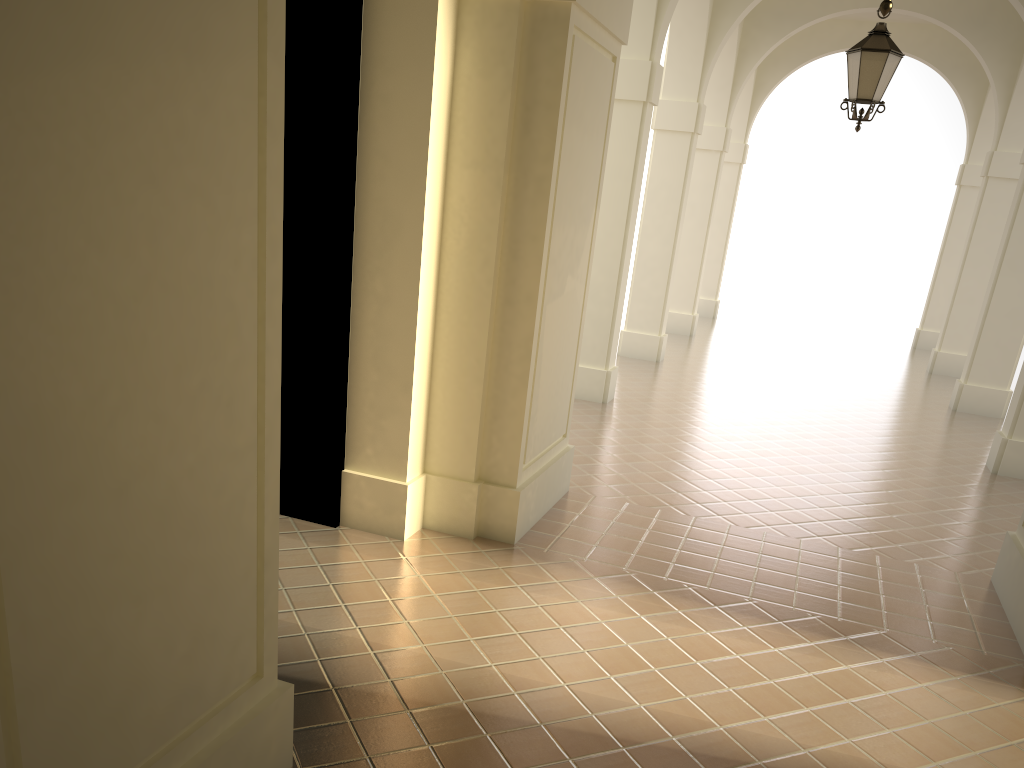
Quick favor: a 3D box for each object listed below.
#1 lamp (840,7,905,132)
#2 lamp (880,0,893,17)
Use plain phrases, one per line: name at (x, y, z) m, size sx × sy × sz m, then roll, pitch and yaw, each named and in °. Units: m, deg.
lamp at (3.356, -3.945, 7.486) m, size 0.505 × 3.482 × 0.424 m, roll 12°, pitch 21°, yaw 16°
lamp at (1.688, -3.121, 2.975) m, size 0.443 × 3.482 × 0.484 m, roll 2°, pitch 20°, yaw -12°
